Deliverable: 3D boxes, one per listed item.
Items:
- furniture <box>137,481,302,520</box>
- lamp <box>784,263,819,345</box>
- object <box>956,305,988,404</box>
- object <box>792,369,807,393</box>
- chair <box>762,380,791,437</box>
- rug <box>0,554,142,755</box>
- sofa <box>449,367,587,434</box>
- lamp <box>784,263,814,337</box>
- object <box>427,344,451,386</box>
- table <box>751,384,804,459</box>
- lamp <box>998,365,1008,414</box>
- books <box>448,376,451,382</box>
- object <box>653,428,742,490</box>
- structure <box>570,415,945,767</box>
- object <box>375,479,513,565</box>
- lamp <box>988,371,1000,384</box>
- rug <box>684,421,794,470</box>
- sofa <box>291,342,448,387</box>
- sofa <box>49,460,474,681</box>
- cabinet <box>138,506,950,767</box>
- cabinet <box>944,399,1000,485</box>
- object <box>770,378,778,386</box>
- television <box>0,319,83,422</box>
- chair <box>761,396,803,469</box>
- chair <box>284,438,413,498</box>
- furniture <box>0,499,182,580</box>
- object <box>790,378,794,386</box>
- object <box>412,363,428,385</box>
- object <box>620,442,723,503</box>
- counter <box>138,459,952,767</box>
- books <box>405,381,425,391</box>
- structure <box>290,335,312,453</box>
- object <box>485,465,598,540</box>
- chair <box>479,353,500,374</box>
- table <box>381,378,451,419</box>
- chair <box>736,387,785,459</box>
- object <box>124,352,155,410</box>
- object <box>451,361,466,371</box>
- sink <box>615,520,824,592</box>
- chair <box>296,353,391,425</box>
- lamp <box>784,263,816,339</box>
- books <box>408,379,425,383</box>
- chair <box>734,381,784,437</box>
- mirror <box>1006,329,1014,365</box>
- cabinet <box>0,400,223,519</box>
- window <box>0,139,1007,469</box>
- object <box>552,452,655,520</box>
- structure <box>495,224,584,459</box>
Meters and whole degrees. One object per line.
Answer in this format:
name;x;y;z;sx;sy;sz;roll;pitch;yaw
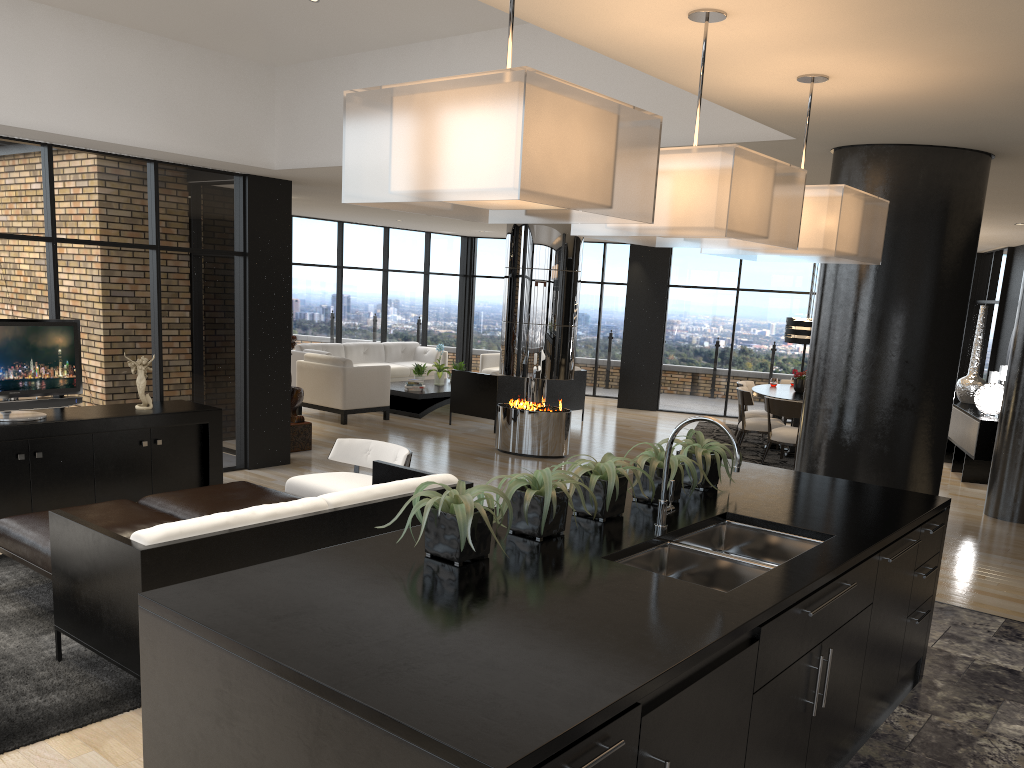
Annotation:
furniture;-1.821;0.937;5.677;0.820;0.491;0.822;9;10;38
lamp;3.495;-1.131;10.168;0.534;1.351;0.528;6;11;15
object;5.791;-0.365;11.005;0.342;1.229;0.339;8;12;24
object;3.662;-0.046;11.207;0.228;0.303;0.234;6;10;18
chair;3.933;0.375;12.305;0.637;0.819;0.611;10;12;36
rug;-2.000;1.214;5.249;2.460;0.012;3.014;8;8;39
sofa;0.112;0.147;12.395;0.831;0.816;2.019;10;10;38
lamp;4.014;-1.287;11.859;0.534;1.351;0.528;6;11;15
object;-1.073;-0.296;13.355;0.355;0.641;0.365;-3;12;-32
table;3.646;0.486;11.303;1.205;0.781;2.081;6;7;18
lamp;5.571;0.066;10.033;0.132;0.559;0.122;-1;12;-21
books;-0.890;-0.112;14.113;0.223;0.128;0.303;4;7;6
object;0.851;0.323;3.842;0.406;0.243;0.392;-1;9;-27
structure;0.724;0.633;2.884;0.650;1.034;2.758;11;10;38
object;-0.151;0.413;2.602;0.397;0.220;0.401;0;8;-27
lamp;5.562;0.088;10.222;0.131;0.473;0.124;12;14;38
rug;3.656;0.860;11.434;2.710;0.011;3.676;5;6;16
sofa;-2.245;-0.217;14.247;0.847;0.869;2.677;10;10;38
sofa;-1.203;0.920;4.658;0.831;0.816;2.019;10;10;38
cabinet;0.469;1.061;3.155;1.169;1.054;3.094;10;10;38
cabinet;5.572;0.692;10.448;0.609;0.778;2.210;6;7;16
object;3.499;-0.023;11.791;0.095;0.108;0.094;8;10;27
television;-3.591;-0.110;6.355;0.931;0.723;0.403;-2;11;-33
chair;3.238;0.567;10.190;0.613;0.819;0.636;-6;13;-44
chair;-1.136;0.794;6.454;0.798;0.686;0.679;10;11;38
furniture;-2.355;0.978;5.022;0.820;0.491;0.822;9;10;38
object;3.850;-0.031;12.046;0.095;0.108;0.094;0;10;-18
object;-1.373;-0.147;13.074;0.284;0.376;0.211;4;10;2
object;0.574;0.340;3.542;0.397;0.243;0.401;-1;9;-27
counter;0.499;0.528;3.048;1.170;0.032;3.094;8;8;38
books;-1.383;0.027;12.600;0.308;0.128;0.220;2;8;-13
structure;-2.589;-0.095;9.536;0.725;1.620;0.513;11;14;37
object;0.048;0.377;2.932;0.406;0.243;0.392;-1;9;-27
chair;0.079;-0.151;14.860;0.992;0.870;0.849;10;11;38
table;-1.152;0.195;13.399;1.254;0.357;2.019;9;8;38
chair;3.062;0.472;10.964;0.615;0.819;0.633;5;10;9
object;-2.962;-0.024;7.085;0.104;0.467;0.255;12;14;39
object;-0.832;-0.186;13.716;0.283;0.376;0.212;6;11;16
sink;0.707;0.648;2.954;0.457;0.162;0.916;9;8;38
chair;-2.280;0.030;11.977;0.992;0.870;0.849;10;11;38
lamp;3.754;-1.209;11.014;0.534;1.351;0.528;6;11;15
books;-1.362;-0.048;12.584;0.184;0.027;0.153;7;7;29
chair;3.278;0.394;11.787;0.613;0.819;0.636;8;11;26
mirror;5.974;-0.316;10.396;0.025;1.095;1.062;7;9;16
cabinet;-3.636;0.613;6.479;0.616;0.752;3.019;11;10;38
window;-0.719;-1.480;8.201;10.077;4.862;15.729;7;8;25
object;0.282;0.369;3.226;0.406;0.220;0.392;0;8;-27
structure;0.302;-0.565;9.969;0.887;2.788;0.579;9;12;26
